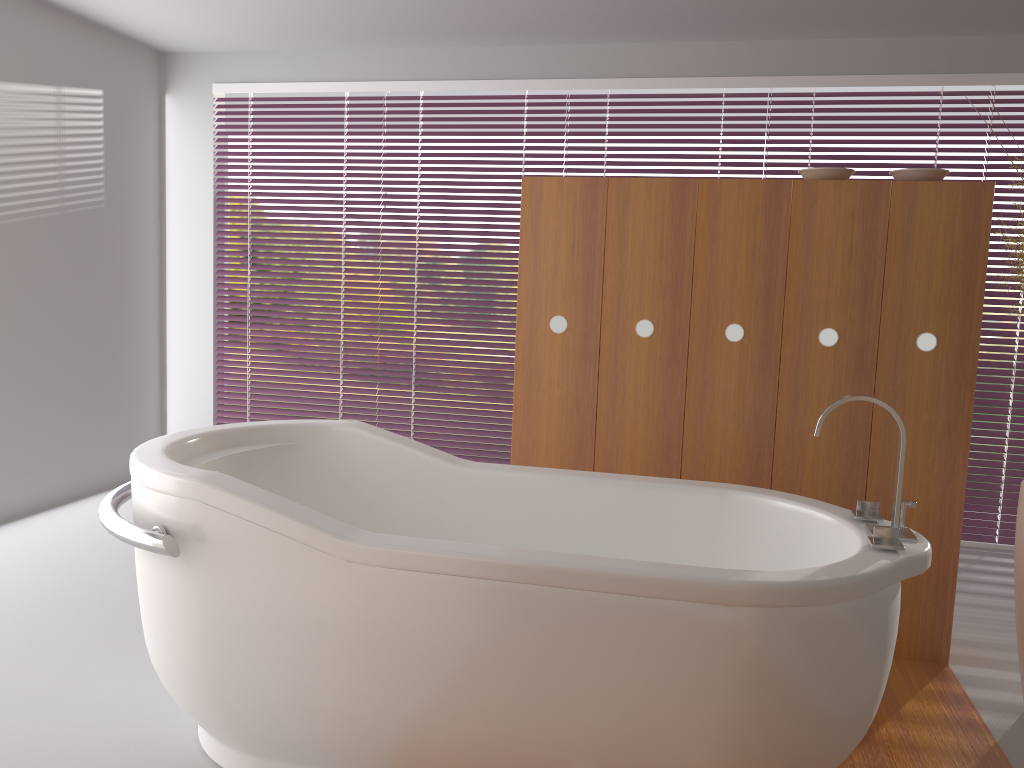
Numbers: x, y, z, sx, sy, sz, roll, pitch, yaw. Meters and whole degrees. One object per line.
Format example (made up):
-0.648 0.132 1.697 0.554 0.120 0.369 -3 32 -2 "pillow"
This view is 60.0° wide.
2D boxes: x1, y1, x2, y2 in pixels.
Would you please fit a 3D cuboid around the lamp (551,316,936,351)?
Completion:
0.696 -0.160 2.774 1.169 0.052 0.001 4 6 12 "lamp"

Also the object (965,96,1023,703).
1.603 0.150 2.219 1.335 1.557 0.683 -4 9 -45 "object"

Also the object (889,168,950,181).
1.255 -0.631 2.736 0.173 0.046 0.173 4 6 12 "object"

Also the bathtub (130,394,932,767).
-0.004 0.425 2.151 1.874 0.900 0.888 4 7 13 "bathtub"

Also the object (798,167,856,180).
0.990 -0.648 2.794 0.173 0.046 0.173 4 6 12 "object"

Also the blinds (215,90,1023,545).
0.688 -0.374 4.311 4.712 2.022 0.032 4 6 12 "blinds"
